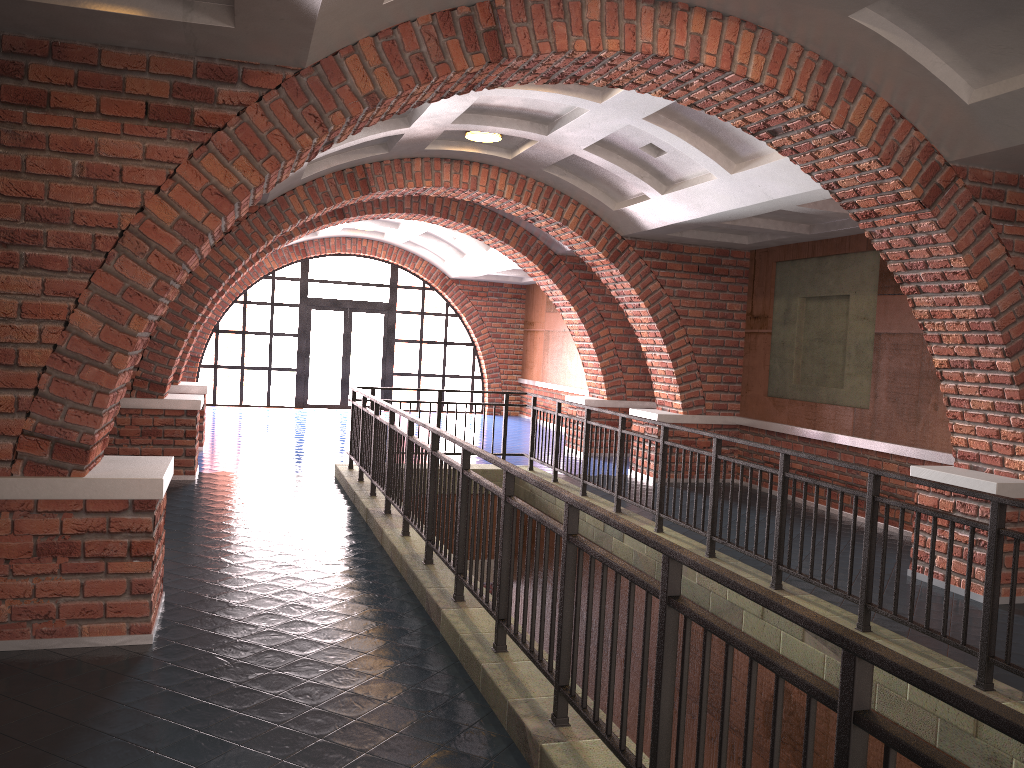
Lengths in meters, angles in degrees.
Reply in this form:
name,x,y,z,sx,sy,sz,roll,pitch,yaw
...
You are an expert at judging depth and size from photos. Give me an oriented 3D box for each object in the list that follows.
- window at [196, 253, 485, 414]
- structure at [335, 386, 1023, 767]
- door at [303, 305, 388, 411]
name,x,y,z,sx,sy,sz,roll,pitch,yaw
window,-3.550,-1.122,19.418,6.353,3.471,0.100,2,3,-17
structure,0.589,3.205,5.722,2.464,5.665,11.177,2,3,-17
door,-3.633,-0.557,19.433,1.754,2.236,0.040,2,3,-17
